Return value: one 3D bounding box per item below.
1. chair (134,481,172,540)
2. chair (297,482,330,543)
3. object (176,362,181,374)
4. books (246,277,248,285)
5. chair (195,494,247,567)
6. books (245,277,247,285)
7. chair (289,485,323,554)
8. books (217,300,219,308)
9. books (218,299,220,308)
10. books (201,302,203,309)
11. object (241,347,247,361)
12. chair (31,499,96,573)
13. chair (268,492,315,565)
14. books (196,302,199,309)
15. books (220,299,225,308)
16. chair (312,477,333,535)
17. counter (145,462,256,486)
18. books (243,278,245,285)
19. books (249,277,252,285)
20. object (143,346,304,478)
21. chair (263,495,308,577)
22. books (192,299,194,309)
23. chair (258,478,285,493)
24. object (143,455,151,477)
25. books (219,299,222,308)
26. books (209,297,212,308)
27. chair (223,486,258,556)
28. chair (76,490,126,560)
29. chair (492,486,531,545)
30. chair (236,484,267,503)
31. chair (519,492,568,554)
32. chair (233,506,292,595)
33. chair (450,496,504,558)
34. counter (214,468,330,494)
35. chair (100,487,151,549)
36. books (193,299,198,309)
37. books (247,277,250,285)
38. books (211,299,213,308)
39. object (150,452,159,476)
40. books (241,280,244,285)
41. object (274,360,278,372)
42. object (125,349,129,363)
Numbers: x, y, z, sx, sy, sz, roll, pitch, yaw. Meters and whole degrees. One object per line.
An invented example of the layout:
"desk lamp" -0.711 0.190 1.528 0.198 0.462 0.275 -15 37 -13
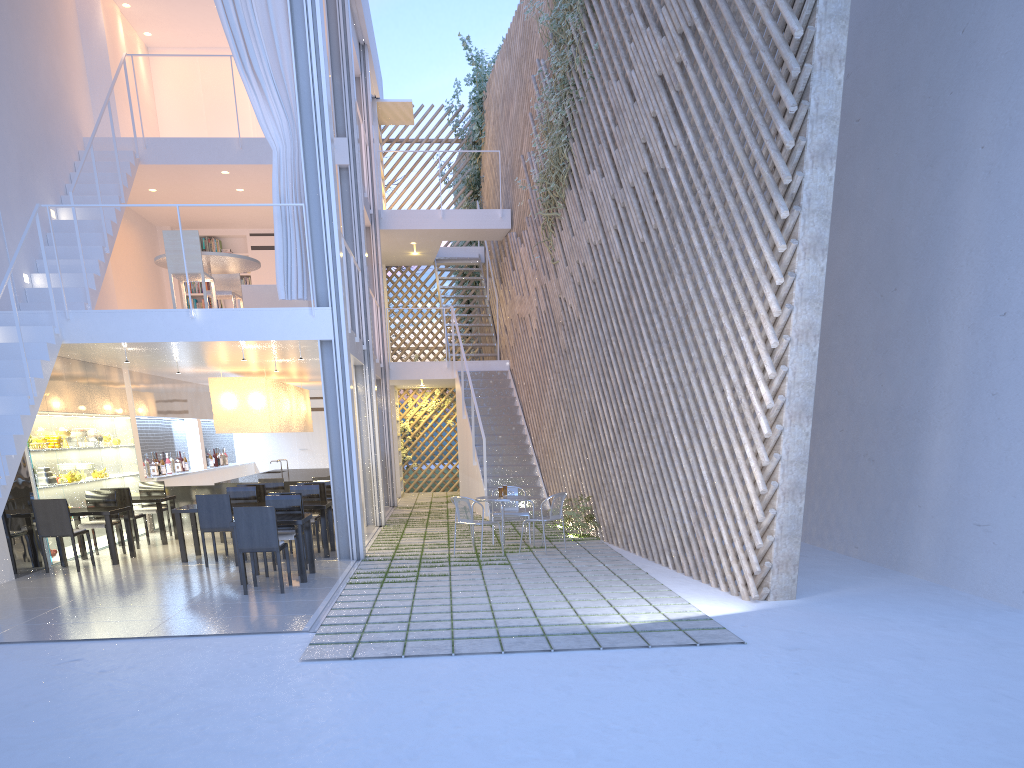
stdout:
"chair" -2.736 0.961 6.229 0.192 0.470 0.218 -2 13 -4
"chair" -1.392 0.911 5.859 0.192 0.470 0.218 -2 13 -4
"object" -2.351 -0.114 5.788 0.029 0.085 0.026 1 15 7
"books" -2.533 -0.942 7.918 0.010 0.151 0.082 -3 12 -5
"chair" -1.724 0.865 4.900 0.192 0.470 0.218 -2 13 -4
"books" -2.550 -0.945 7.915 0.009 0.156 0.083 -3 12 -5
"chair" -1.352 0.883 5.371 0.192 0.470 0.218 -2 13 -4
"books" -2.837 -0.760 7.951 0.009 0.156 0.083 -3 12 -5
"books" -2.820 -0.758 7.953 0.010 0.151 0.082 -3 12 -5
"books" -2.988 -0.732 7.961 0.021 0.106 0.058 -3 12 -5
"object" -1.598 -0.181 4.892 0.029 0.085 0.026 1 15 7
"chair" -2.620 0.880 4.821 0.192 0.470 0.218 -2 13 -4
"chair" -1.316 0.857 4.927 0.192 0.470 0.218 -2 13 -4
"books" -3.030 -0.731 7.958 0.021 0.106 0.058 -3 12 -5
"books" -2.794 -0.760 7.956 0.020 0.156 0.077 -3 13 -5
"chair" -1.429 0.936 6.303 0.192 0.470 0.218 -2 13 -4
"counter" -3.118 1.090 8.423 0.232 0.456 3.455 -2 -3 -5
"books" -2.565 -0.939 7.914 0.008 0.144 0.088 -3 11 -5
"books" -2.507 -0.945 7.921 0.020 0.156 0.077 -3 13 -5
"object" -2.178 0.270 5.804 1.670 0.873 1.748 -1 1 -7
"chair" -1.254 0.833 4.507 0.192 0.470 0.218 -2 13 -4
"books" -3.064 -0.747 7.935 0.007 0.138 0.088 -3 11 -5
"chair" -1.838 0.944 6.276 0.192 0.470 0.218 -2 13 -4
"object" -2.968 0.570 5.916 0.046 0.304 1.778 -2 -2 -4
"books" -2.809 -0.760 7.954 0.011 0.155 0.079 -3 13 -5
"books" -2.899 -0.756 7.952 0.015 0.152 0.072 -3 13 -5
"chair" -1.761 0.890 5.344 0.192 0.470 0.218 -2 13 -4
"chair" -2.660 0.908 5.297 0.192 0.470 0.218 -2 13 -4
"chair" -0.014 0.890 5.596 0.263 0.407 0.228 -2 12 -4
"chair" -1.801 0.918 5.832 0.192 0.470 0.218 -2 13 -4
"chair" 0.215 0.859 5.129 0.243 0.407 0.247 7 14 35
"chair" -1.215 0.805 4.031 0.192 0.470 0.218 -2 13 -4
"chair" -0.230 0.863 5.021 0.254 0.407 0.236 8 15 40
"counter" -2.083 1.060 7.896 0.814 0.395 2.393 -1 -3 -5
"chair" -2.697 0.934 5.753 0.192 0.470 0.218 -2 13 -4
"books" -3.051 -0.747 7.948 0.021 0.140 0.064 -3 13 -5
"books" -2.523 -0.945 7.919 0.011 0.155 0.079 -3 13 -5
"books" -2.882 -0.748 7.950 0.015 0.133 0.086 -3 11 -5
"object" -2.945 0.573 5.981 0.047 0.305 1.896 -2 -3 -4
"books" -2.579 -0.931 7.920 0.018 0.130 0.079 -3 11 -5
"object" -1.676 -0.127 5.833 0.029 0.085 0.026 1 15 7
"object" -2.274 -0.168 4.847 0.029 0.085 0.026 1 15 7
